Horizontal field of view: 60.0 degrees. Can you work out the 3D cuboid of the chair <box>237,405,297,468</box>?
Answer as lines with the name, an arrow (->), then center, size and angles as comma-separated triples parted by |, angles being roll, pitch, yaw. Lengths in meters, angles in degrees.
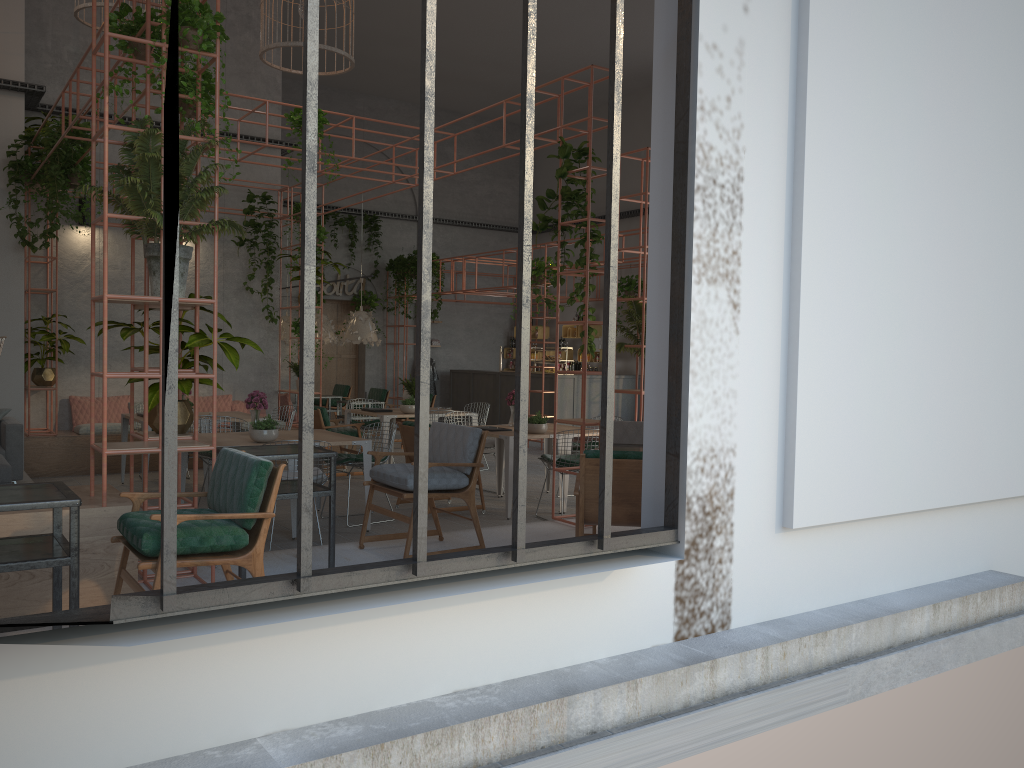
chair -> -3.017, 0.739, 10.862 | 0.717, 0.941, 0.565 | 0, 3, -38

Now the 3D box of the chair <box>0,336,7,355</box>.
chair -> -3.112, 0.206, 4.736 | 0.717, 0.941, 0.565 | 0, 2, -25

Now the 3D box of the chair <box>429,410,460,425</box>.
chair -> -0.981, 0.773, 11.115 | 0.565, 0.941, 0.717 | 1, 2, -18

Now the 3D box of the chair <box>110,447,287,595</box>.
chair -> -1.547, 0.811, 4.341 | 0.685, 0.929, 0.722 | 0, 2, -34

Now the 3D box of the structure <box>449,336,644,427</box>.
structure -> 0.764, -0.031, 19.571 | 2.579, 2.022, 4.057 | 0, 2, -34

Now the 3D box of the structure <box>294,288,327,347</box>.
structure -> -4.440, -1.571, 19.074 | 0.921, 1.527, 0.950 | 1, 2, -1

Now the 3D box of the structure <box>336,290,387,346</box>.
structure -> -3.371, -1.556, 19.850 | 0.950, 1.527, 0.921 | 0, 2, -36

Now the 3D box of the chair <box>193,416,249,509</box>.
chair -> -2.833, 0.815, 8.801 | 0.565, 0.941, 0.717 | 0, 2, -33

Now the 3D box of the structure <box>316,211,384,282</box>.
structure -> -3.726, -3.015, 19.292 | 1.939, 1.514, 0.856 | 0, 3, -40

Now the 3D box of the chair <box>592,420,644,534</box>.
chair -> 1.022, 0.773, 7.139 | 0.722, 0.914, 0.685 | 1, 2, 6

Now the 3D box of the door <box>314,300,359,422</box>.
door -> -4.222, -0.523, 20.077 | 1.360, 2.729, 0.551 | 0, 2, -34

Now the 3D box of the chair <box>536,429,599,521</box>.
chair -> 0.593, 0.886, 8.822 | 0.565, 0.941, 0.717 | 1, 2, -18

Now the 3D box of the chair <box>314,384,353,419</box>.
chair -> -3.729, 0.475, 18.271 | 0.685, 0.930, 0.722 | 0, 2, -34

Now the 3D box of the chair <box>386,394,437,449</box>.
chair -> -1.766, 0.618, 15.373 | 0.685, 0.929, 0.722 | 0, 2, -34

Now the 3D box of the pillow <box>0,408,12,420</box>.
pillow -> -5.424, 0.420, 9.061 | 0.495, 0.349, 0.308 | 2, 2, 16

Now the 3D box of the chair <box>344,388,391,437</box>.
chair -> -2.758, 0.546, 16.837 | 0.685, 0.930, 0.722 | 0, 2, -34

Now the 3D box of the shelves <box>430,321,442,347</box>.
shelves -> -1.912, -1.255, 20.607 | 0.560, 0.790, 0.186 | 0, 2, -34

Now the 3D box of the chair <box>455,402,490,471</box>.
chair -> -0.679, 0.732, 12.445 | 0.717, 0.941, 0.565 | 0, 3, -38

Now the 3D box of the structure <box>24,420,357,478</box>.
structure -> -5.779, 0.780, 14.475 | 4.386, 0.500, 5.831 | 0, 2, -34

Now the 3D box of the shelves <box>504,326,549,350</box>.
shelves -> 0.424, -0.459, 21.163 | 0.328, 1.838, 1.750 | 0, 2, -34

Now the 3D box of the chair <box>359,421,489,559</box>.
chair -> -0.629, 0.759, 6.369 | 0.685, 0.929, 0.722 | 0, 2, -34

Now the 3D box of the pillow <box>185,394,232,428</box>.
pillow -> -4.444, 0.386, 12.687 | 0.839, 0.474, 0.276 | 1, 2, -14

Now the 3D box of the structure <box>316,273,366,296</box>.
structure -> -3.808, -2.182, 19.407 | 1.312, 0.505, 0.063 | 0, 2, -34

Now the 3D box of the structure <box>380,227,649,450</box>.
structure -> 2.603, -0.642, 15.099 | 4.157, 4.247, 14.689 | 0, 2, -34

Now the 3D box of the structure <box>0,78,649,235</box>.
structure -> -1.534, -3.479, 11.816 | 15.603, 0.110, 15.203 | 0, 2, -34

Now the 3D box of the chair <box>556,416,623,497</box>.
chair -> 0.895, 0.845, 10.152 | 0.717, 0.941, 0.565 | 0, 3, -38

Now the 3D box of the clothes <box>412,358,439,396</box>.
clothes -> -1.986, -0.141, 20.612 | 0.366, 0.997, 0.625 | 3, 2, 36

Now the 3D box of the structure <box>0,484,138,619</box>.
structure -> -4.920, 0.586, 6.132 | 3.396, 1.111, 9.152 | 0, 2, -34

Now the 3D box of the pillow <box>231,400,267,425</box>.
pillow -> -3.925, 0.431, 13.068 | 0.666, 0.385, 0.289 | 0, 3, -39

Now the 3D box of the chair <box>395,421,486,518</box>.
chair -> -0.743, 0.851, 9.137 | 0.685, 0.917, 0.722 | 0, 2, -34

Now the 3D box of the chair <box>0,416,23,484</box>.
chair -> -5.571, 0.691, 8.874 | 1.127, 0.672, 1.052 | 0, 2, -34

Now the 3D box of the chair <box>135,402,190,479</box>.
chair -> -4.366, 0.704, 11.064 | 0.565, 0.941, 0.717 | 0, 2, -33

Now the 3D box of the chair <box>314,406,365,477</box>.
chair -> -2.317, 0.738, 11.430 | 0.685, 0.917, 0.722 | 0, 2, -34

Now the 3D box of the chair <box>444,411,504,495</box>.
chair -> -0.454, 0.810, 10.354 | 0.565, 0.941, 0.717 | 0, 2, -33

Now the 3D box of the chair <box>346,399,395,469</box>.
chair -> -2.028, 0.697, 12.647 | 0.565, 0.941, 0.717 | 0, 2, -33

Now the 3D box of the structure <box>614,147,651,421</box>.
structure -> 1.366, -0.422, 8.667 | 0.624, 3.602, 0.424 | 0, 2, -34

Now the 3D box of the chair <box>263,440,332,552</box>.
chair -> -1.786, 0.891, 7.270 | 0.565, 0.941, 0.717 | 1, 2, -18

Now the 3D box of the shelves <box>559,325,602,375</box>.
shelves -> 1.500, -0.381, 19.575 | 0.328, 1.838, 1.750 | 0, 2, -34

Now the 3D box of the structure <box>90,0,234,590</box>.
structure -> -1.975, -0.567, 5.144 | 0.748, 3.623, 0.722 | 0, 2, -34

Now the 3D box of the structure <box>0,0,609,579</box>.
structure -> -4.528, -1.245, 12.164 | 4.501, 4.345, 14.096 | 0, 2, -35

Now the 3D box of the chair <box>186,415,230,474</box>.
chair -> -3.319, 0.780, 9.532 | 0.565, 0.941, 0.717 | 1, 2, -18

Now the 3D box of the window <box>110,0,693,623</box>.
window -> -0.852, -2.023, 2.853 | 4.126, 5.544, 0.089 | 0, 2, -34

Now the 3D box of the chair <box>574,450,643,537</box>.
chair -> 0.731, 0.832, 5.253 | 0.722, 0.917, 0.685 | 1, 2, 6

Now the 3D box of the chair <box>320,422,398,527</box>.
chair -> -1.484, 0.850, 8.600 | 0.717, 0.941, 0.565 | 0, 3, -38
